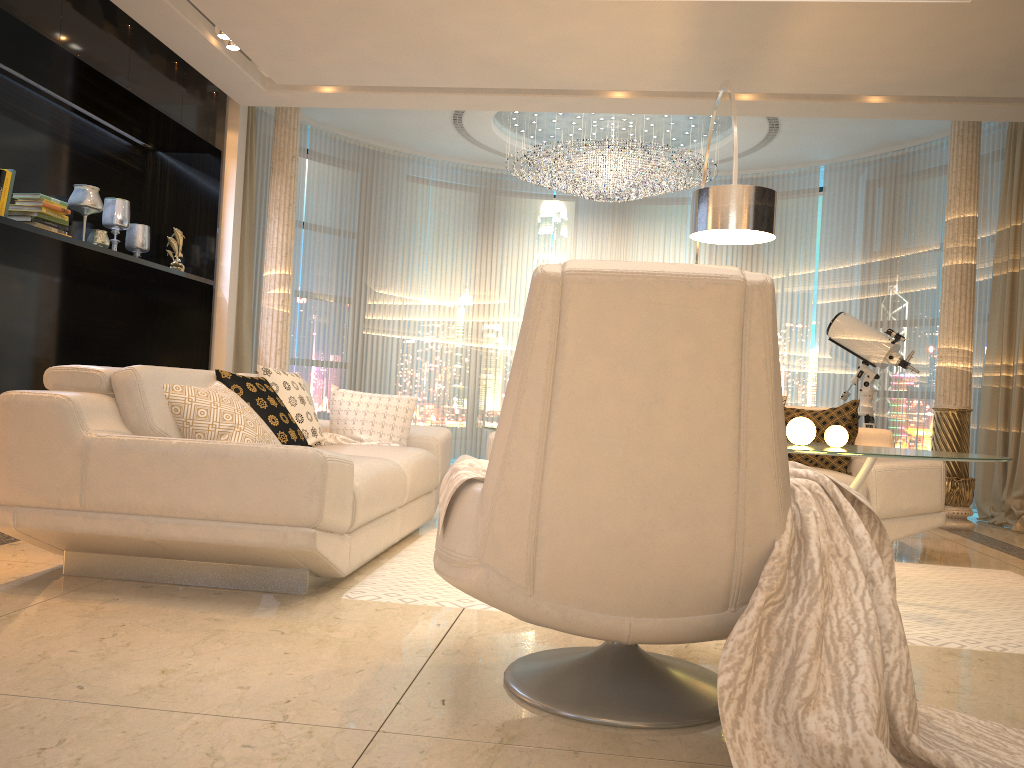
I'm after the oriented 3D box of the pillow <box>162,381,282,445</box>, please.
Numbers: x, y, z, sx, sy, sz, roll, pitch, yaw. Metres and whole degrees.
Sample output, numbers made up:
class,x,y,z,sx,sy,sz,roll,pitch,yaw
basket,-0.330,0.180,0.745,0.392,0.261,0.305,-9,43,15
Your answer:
class,x,y,z,sx,sy,sz,roll,pitch,yaw
pillow,-1.103,0.154,3.457,0.351,0.329,0.521,3,-1,6

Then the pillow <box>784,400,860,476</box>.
class,x,y,z,sx,sy,sz,roll,pitch,yaw
pillow,1.655,0.292,4.969,0.575,0.436,0.301,3,-1,37

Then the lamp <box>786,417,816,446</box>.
class,x,y,z,sx,sy,sz,roll,pitch,yaw
lamp,1.164,0.190,3.572,0.115,0.115,0.115,3,-1,32

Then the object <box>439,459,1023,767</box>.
class,x,y,z,sx,sy,sz,roll,pitch,yaw
object,0.485,0.474,2.147,1.347,0.580,0.972,2,-1,43

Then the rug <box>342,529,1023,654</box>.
class,x,y,z,sx,sy,sz,roll,pitch,yaw
rug,0.923,0.814,3.666,2.900,0.020,1.661,3,-1,6

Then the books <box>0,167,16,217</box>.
class,x,y,z,sx,sy,sz,roll,pitch,yaw
books,-2.489,-0.900,4.155,0.212,0.261,0.210,3,-1,6

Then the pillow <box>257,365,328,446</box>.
class,x,y,z,sx,sy,sz,roll,pitch,yaw
pillow,-1.054,0.121,4.373,0.255,0.399,0.526,3,-1,6

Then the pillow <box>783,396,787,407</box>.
class,x,y,z,sx,sy,sz,roll,pitch,yaw
pillow,1.259,0.270,5.038,0.575,0.436,0.301,3,-1,12

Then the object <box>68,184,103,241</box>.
class,x,y,z,sx,sy,sz,roll,pitch,yaw
object,-2.462,-0.945,5.109,0.181,0.381,0.181,3,-1,0

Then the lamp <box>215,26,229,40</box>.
class,x,y,z,sx,sy,sz,roll,pitch,yaw
lamp,-1.635,-2.033,5.053,0.107,0.127,0.107,3,-1,-12

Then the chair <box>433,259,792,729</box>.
class,x,y,z,sx,sy,sz,roll,pitch,yaw
chair,0.285,0.265,2.119,1.027,0.991,0.983,3,-1,6

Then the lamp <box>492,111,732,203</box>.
class,x,y,z,sx,sy,sz,roll,pitch,yaw
lamp,0.861,-1.939,7.713,2.109,0.685,2.109,4,-1,-39

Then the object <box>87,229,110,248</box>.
class,x,y,z,sx,sy,sz,roll,pitch,yaw
object,-2.442,-0.828,5.236,0.119,0.154,0.119,3,-1,16

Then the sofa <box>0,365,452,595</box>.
class,x,y,z,sx,sy,sz,roll,pitch,yaw
sofa,-1.020,0.337,3.966,1.145,0.754,2.328,3,-1,6

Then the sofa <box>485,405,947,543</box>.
class,x,y,z,sx,sy,sz,roll,pitch,yaw
sofa,1.064,0.470,5.043,2.328,0.754,1.145,3,-1,6

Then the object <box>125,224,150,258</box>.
class,x,y,z,sx,sy,sz,roll,pitch,yaw
object,-2.477,-0.889,5.863,0.147,0.317,0.147,3,-1,8

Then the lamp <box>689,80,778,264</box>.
class,x,y,z,sx,sy,sz,roll,pitch,yaw
lamp,1.103,-0.415,4.945,0.393,2.519,2.009,3,-1,6

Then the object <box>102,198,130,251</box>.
class,x,y,z,sx,sy,sz,roll,pitch,yaw
object,-2.508,-0.950,5.608,0.156,0.426,0.156,3,-1,11

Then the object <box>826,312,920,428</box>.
class,x,y,z,sx,sy,sz,roll,pitch,yaw
object,2.517,0.210,6.275,0.616,1.471,0.570,3,-1,12

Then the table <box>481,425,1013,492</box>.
class,x,y,z,sx,sy,sz,roll,pitch,yaw
table,0.916,0.519,3.683,2.140,0.565,0.999,3,-1,5

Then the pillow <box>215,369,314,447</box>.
class,x,y,z,sx,sy,sz,roll,pitch,yaw
pillow,-1.062,0.128,3.913,0.323,0.355,0.524,3,-1,7

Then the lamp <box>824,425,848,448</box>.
class,x,y,z,sx,sy,sz,roll,pitch,yaw
lamp,1.301,0.210,3.557,0.090,0.091,0.090,4,-1,-33

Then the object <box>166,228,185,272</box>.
class,x,y,z,sx,sy,sz,roll,pitch,yaw
object,-2.227,-0.877,5.879,0.116,0.293,0.182,3,-1,3

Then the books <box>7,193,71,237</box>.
class,x,y,z,sx,sy,sz,roll,pitch,yaw
books,-2.466,-0.863,4.598,0.260,0.197,0.296,3,-1,9

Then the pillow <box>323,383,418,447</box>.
class,x,y,z,sx,sy,sz,roll,pitch,yaw
pillow,-0.771,0.168,4.633,0.521,0.325,0.281,3,-1,16

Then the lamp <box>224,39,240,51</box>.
class,x,y,z,sx,sy,sz,roll,pitch,yaw
lamp,-1.627,-2.018,5.182,0.107,0.127,0.107,3,-1,-12
